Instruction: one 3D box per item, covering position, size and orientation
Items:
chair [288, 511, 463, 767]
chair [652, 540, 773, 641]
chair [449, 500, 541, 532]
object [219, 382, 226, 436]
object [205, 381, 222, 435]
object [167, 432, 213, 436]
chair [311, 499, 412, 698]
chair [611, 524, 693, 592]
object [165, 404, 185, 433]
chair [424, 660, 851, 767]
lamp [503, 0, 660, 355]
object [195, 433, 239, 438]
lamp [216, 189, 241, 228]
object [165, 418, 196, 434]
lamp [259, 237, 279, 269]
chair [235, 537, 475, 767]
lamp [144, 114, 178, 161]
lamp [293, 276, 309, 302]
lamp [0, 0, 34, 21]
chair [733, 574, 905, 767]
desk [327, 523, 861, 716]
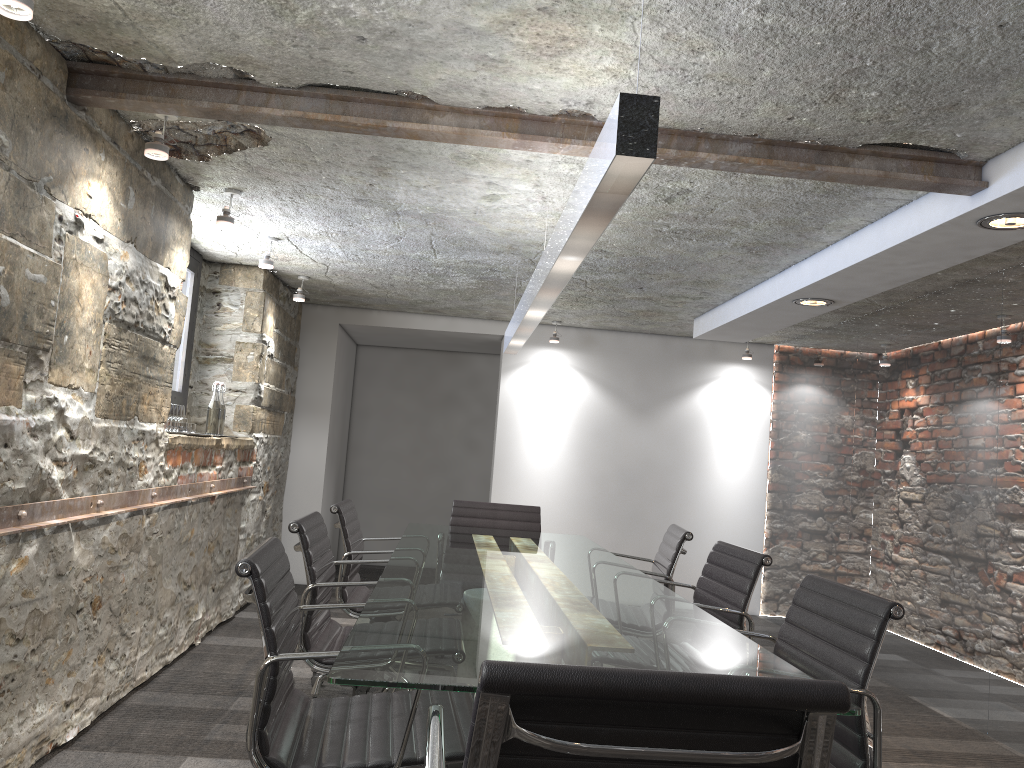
[{"bbox_3d":[-0.460,0.886,3.002,0.667,0.837,0.693,6,-5,-13],"label":"chair"},{"bbox_3d":[0.511,0.969,3.081,0.667,0.837,0.693,6,-5,-14],"label":"chair"},{"bbox_3d":[-0.099,1.033,4.450,0.693,0.837,0.667,5,-5,-11],"label":"chair"},{"bbox_3d":[-1.626,0.141,4.921,0.073,0.300,0.073,8,-6,-35],"label":"object"},{"bbox_3d":[-1.619,0.134,4.828,0.073,0.300,0.073,8,-6,-35],"label":"object"},{"bbox_3d":[-1.657,0.235,4.293,0.310,0.007,0.457,5,-5,-4],"label":"object"},{"bbox_3d":[-0.506,0.954,3.878,0.667,0.837,0.693,6,-5,-12],"label":"chair"},{"bbox_3d":[0.447,1.033,3.923,0.667,0.837,0.693,5,-5,-6],"label":"chair"},{"bbox_3d":[-1.630,0.160,4.197,0.108,0.131,0.218,5,-5,-5],"label":"object"},{"bbox_3d":[0.140,0.799,1.360,0.693,0.837,0.667,6,-5,-14],"label":"chair"},{"bbox_3d":[0.123,-0.538,3.138,0.073,0.524,3.159,5,-5,-4],"label":"lamp"},{"bbox_3d":[-1.697,0.277,4.853,0.310,0.007,0.457,5,-5,-4],"label":"object"},{"bbox_3d":[-1.232,-0.764,3.858,0.077,0.165,0.098,2,-5,29],"label":"lamp"},{"bbox_3d":[-1.655,0.205,4.409,0.111,0.072,0.191,4,-5,4],"label":"object"},{"bbox_3d":[-1.295,-0.698,4.724,0.077,0.165,0.098,2,-5,29],"label":"lamp"},{"bbox_3d":[-0.349,0.819,2.075,0.667,0.837,0.693,6,-5,-17],"label":"chair"},{"bbox_3d":[-1.167,-0.832,2.954,0.077,0.165,0.098,2,-5,29],"label":"lamp"},{"bbox_3d":[-1.370,-0.619,5.761,0.077,0.165,0.098,2,-5,29],"label":"lamp"},{"bbox_3d":[-1.097,-0.906,1.990,0.077,0.165,0.098,2,-5,29],"label":"lamp"},{"bbox_3d":[0.531,0.894,2.143,0.667,0.837,0.693,6,-5,-13],"label":"chair"},{"bbox_3d":[0.007,0.989,3.015,0.909,0.711,3.154,5,-5,-4],"label":"desk"}]
